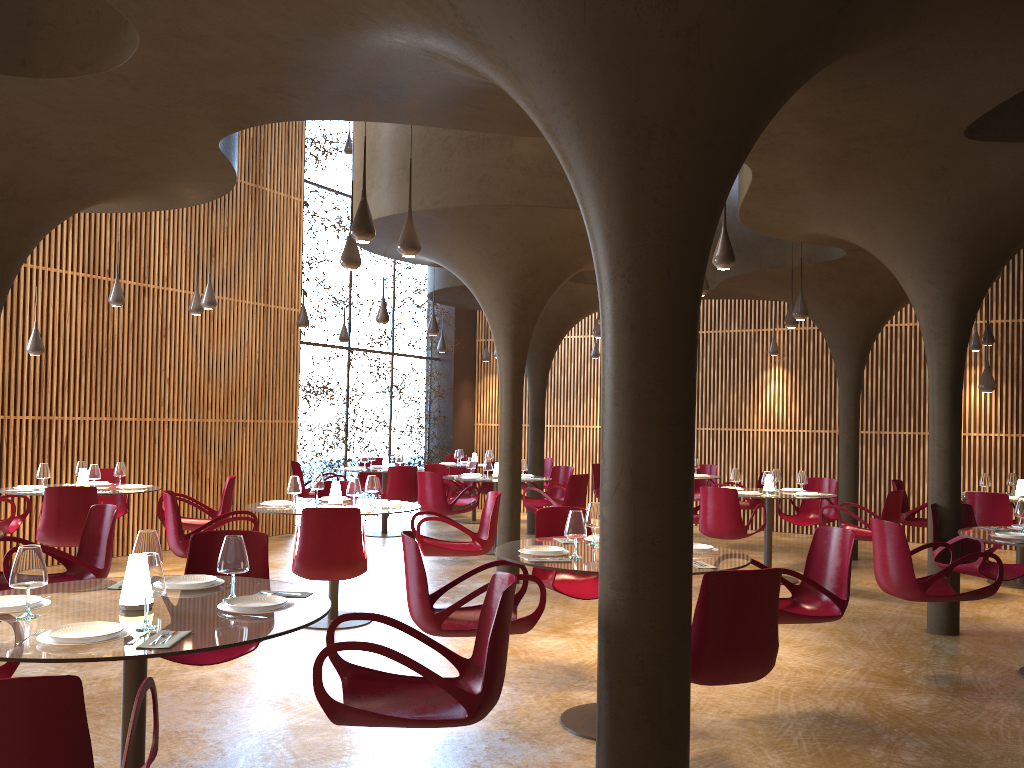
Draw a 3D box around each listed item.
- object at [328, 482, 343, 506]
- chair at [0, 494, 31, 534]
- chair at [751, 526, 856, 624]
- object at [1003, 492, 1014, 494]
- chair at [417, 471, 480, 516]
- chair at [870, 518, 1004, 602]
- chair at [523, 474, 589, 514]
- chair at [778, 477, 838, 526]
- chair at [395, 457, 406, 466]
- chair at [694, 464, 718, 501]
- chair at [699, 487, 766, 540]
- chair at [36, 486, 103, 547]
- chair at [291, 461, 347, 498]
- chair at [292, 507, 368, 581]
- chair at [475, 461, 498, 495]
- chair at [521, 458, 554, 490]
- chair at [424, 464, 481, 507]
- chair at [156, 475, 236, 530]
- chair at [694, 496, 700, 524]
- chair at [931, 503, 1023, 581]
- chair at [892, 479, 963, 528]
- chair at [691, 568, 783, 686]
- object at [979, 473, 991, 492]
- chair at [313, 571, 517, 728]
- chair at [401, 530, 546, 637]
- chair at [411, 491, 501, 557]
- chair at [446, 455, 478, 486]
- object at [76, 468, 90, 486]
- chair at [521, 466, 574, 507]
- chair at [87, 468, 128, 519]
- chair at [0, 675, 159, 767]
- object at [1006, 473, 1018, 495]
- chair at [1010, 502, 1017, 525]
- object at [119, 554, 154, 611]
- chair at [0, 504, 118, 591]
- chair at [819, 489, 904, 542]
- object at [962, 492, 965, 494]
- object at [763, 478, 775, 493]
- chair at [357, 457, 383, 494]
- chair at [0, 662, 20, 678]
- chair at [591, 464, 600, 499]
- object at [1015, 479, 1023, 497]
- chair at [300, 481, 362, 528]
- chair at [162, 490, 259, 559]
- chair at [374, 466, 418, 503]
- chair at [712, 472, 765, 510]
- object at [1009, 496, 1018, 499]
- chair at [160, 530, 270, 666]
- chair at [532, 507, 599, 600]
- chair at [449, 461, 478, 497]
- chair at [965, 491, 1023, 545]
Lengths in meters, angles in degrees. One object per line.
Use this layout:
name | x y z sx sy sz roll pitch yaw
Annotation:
object | -1.729 1.074 8.692 0.142 0.232 0.144 0 -2 23
chair | -5.866 1.336 9.773 0.873 0.635 0.625 2 -2 -15
chair | 1.923 1.322 6.134 0.873 0.635 0.625 2 -2 -15
object | 6.760 1.499 12.141 0.262 0.017 0.126 3 -3 -42
chair | -0.959 1.555 12.655 0.625 0.635 0.873 0 -2 35
chair | 3.274 1.385 6.988 0.872 0.635 0.625 1 -2 -7
chair | 0.679 1.588 12.719 0.872 0.635 0.625 -1 -2 40
chair | 4.173 1.638 12.351 0.625 0.635 0.873 0 -2 40
chair | -1.828 1.735 17.133 0.873 0.635 0.625 2 -2 -25
chair | 3.387 1.786 16.060 0.625 0.635 0.873 0 -2 30
chair | 2.599 1.531 10.599 0.625 0.635 0.873 0 -2 35
chair | -4.492 1.330 9.042 0.625 0.635 0.873 2 -2 -25
chair | -3.271 1.610 14.904 0.873 0.635 0.625 2 -2 -25
chair | -1.529 1.316 7.469 0.625 0.635 0.873 1 -2 -12
chair | -0.376 1.729 16.370 0.625 0.635 0.873 2 -2 -20
chair | 0.411 1.809 17.863 0.873 0.635 0.625 2 -2 -20
chair | -1.014 1.622 14.210 0.625 0.635 0.873 3 -3 -45
chair | -3.729 1.408 10.494 0.873 0.635 0.625 2 -2 -20
chair | 2.544 1.599 12.155 0.625 0.635 0.873 3 -3 -45
chair | 4.328 1.460 8.244 0.625 0.635 0.873 1 -2 -12
chair | 5.708 1.662 12.236 0.872 0.635 0.625 0 -2 36
chair | 1.036 1.245 4.755 0.625 0.635 0.873 2 -2 -20
object | 6.215 1.323 11.645 0.142 0.295 0.142 1 -1 -11
chair | -0.417 1.184 3.976 0.872 0.635 0.625 1 -2 -7
chair | -0.269 1.258 5.603 0.872 0.635 0.625 1 -2 -10
chair | -0.546 1.395 8.842 0.872 0.635 0.625 1 -2 -12
chair | -1.097 1.809 18.508 0.625 0.635 0.873 2 -2 -15
object | -4.902 1.078 10.130 0.144 0.232 0.142 1 -1 15
chair | 0.614 1.661 14.406 0.625 0.635 0.873 0 -2 40
chair | -5.222 1.414 11.281 0.625 0.635 0.873 2 -2 -20
chair | -1.488 1.109 2.734 0.625 0.635 0.873 1 -2 -11
object | 6.719 1.344 11.908 0.142 0.295 0.142 1 -1 13
chair | 7.264 1.693 12.277 0.873 0.635 0.625 3 -3 -44
object | -1.643 0.865 3.887 0.142 0.232 0.144 2 -2 -41
chair | -3.413 1.243 6.610 0.625 0.635 0.873 -1 -3 43
chair | 4.238 1.565 10.664 0.872 0.635 0.625 -1 -2 40
object | 6.206 1.470 11.876 0.332 0.014 0.332 3 -3 -31
object | 3.335 1.293 11.505 0.142 0.232 0.144 1 -1 5
chair | -2.541 1.684 16.278 0.625 0.635 0.873 2 -2 -15
chair | -2.662 1.132 3.756 0.872 0.636 0.625 1 -2 -2
chair | 1.817 1.736 15.584 0.872 0.635 0.625 0 -2 35
object | 6.608 1.355 11.503 0.144 0.232 0.142 0 -2 26
chair | -1.953 1.406 9.685 0.625 0.635 0.873 1 -2 -7
chair | -2.863 1.333 8.423 0.873 0.635 0.625 2 -2 -17
chair | -1.819 1.604 14.141 0.625 0.635 0.873 2 -2 -20
chair | 3.744 1.720 14.410 0.872 0.635 0.625 0 -2 30
object | 6.252 1.428 11.125 0.263 0.029 0.263 -1 -3 36
chair | -1.695 1.208 5.079 0.625 0.635 0.873 1 -2 -6
chair | 0.504 1.336 7.049 0.625 0.635 0.873 2 -2 -15
chair | -1.033 1.684 15.634 0.873 0.635 0.625 2 -2 -20
chair | 5.759 1.591 10.597 0.625 0.635 0.873 0 -2 41
